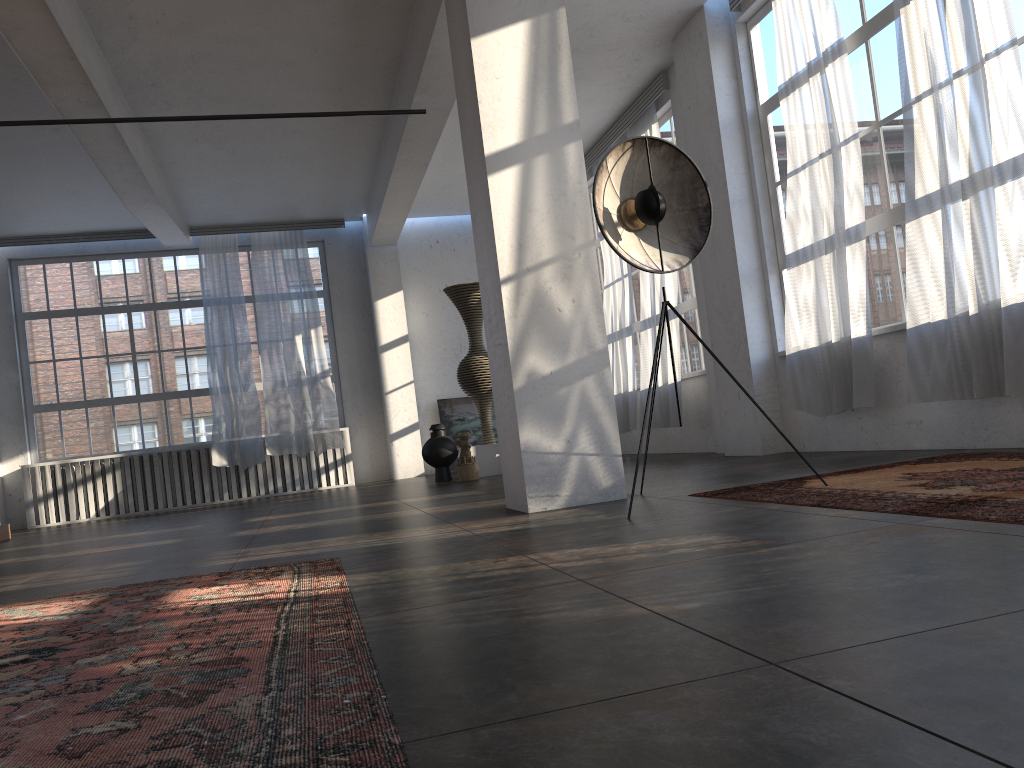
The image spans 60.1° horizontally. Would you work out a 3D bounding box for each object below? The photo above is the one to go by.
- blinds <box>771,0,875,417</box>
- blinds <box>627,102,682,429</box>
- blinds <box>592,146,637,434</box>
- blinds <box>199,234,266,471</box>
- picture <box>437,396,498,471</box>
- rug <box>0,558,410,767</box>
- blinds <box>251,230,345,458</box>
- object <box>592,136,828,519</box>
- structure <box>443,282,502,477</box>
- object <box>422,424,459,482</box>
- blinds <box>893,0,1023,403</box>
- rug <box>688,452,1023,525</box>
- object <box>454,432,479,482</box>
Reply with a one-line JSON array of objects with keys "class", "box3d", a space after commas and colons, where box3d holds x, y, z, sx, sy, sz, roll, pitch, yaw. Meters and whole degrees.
[{"class": "blinds", "box3d": [2.286, -1.612, 6.707, 0.318, 3.710, 1.015, -7, -2, -15]}, {"class": "blinds", "box3d": [1.558, -1.338, 9.849, 0.365, 3.671, 1.022, -7, -2, -15]}, {"class": "blinds", "box3d": [1.266, -1.228, 11.141, 0.318, 3.710, 1.015, -7, -2, -15]}, {"class": "blinds", "box3d": [-4.019, -0.537, 12.523, 0.699, 3.556, 0.868, -7, -2, -15]}, {"class": "picture", "box3d": [-0.388, 0.722, 13.712, 1.447, 1.141, 0.301, -6, -2, -17]}, {"class": "rug", "box3d": [-1.336, 0.730, 2.253, 1.873, 0.029, 2.859, -6, -3, -14]}, {"class": "blinds", "box3d": [-3.119, -0.680, 12.634, 1.068, 3.498, 0.990, -7, -2, -14]}, {"class": "object", "box3d": [0.783, -0.337, 4.725, 1.066, 1.918, 1.169, -7, -2, -14]}, {"class": "structure", "box3d": [-0.375, -0.035, 10.833, 0.683, 2.324, 0.743, -7, -2, -14]}, {"class": "object", "box3d": [-0.862, 0.827, 10.651, 0.434, 0.692, 0.451, -9, -3, 40]}, {"class": "blinds", "box3d": [2.594, -1.734, 5.254, 0.365, 3.671, 1.022, -7, -2, -15]}, {"class": "rug", "box3d": [2.176, 0.375, 3.547, 1.834, 0.009, 3.101, -6, -3, -15]}, {"class": "object", "box3d": [-0.505, 0.840, 9.854, 0.237, 0.600, 0.222, -8, -2, 13]}]
